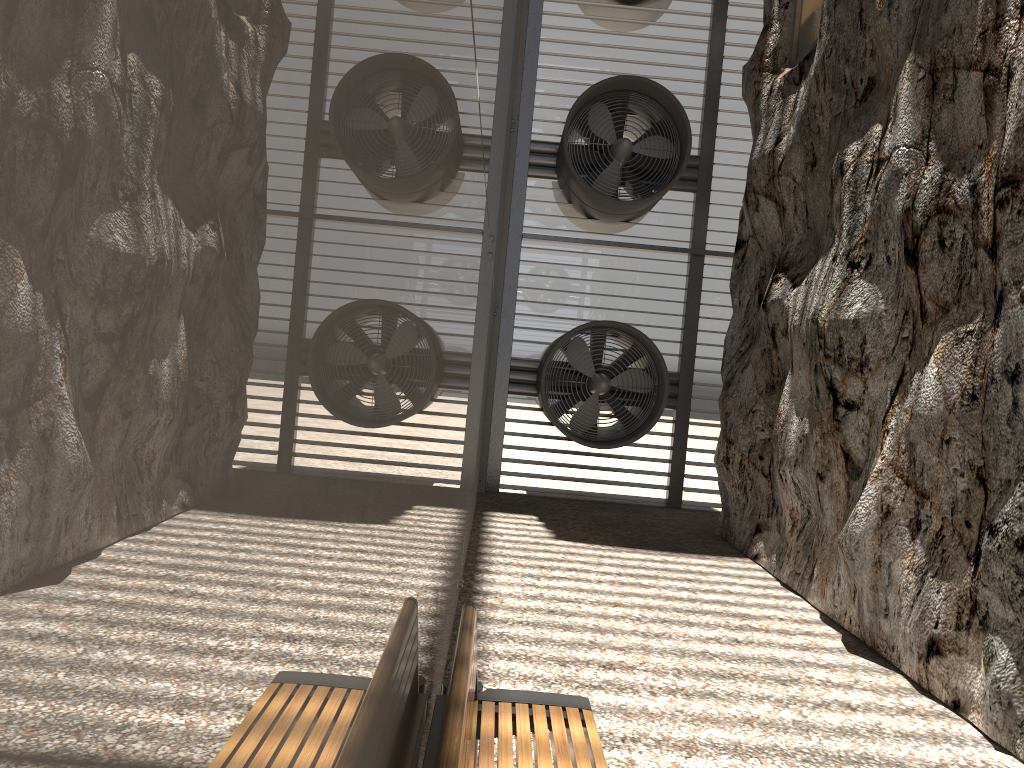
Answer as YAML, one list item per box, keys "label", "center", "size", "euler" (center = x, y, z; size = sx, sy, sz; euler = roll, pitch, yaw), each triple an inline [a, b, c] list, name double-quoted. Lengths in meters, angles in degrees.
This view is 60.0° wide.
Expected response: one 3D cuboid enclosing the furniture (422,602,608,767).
- label: "furniture"
  center: [0.016, 1.251, 2.459]
  size: [0.595, 0.796, 2.153]
  euler: [5, 1, -1]
